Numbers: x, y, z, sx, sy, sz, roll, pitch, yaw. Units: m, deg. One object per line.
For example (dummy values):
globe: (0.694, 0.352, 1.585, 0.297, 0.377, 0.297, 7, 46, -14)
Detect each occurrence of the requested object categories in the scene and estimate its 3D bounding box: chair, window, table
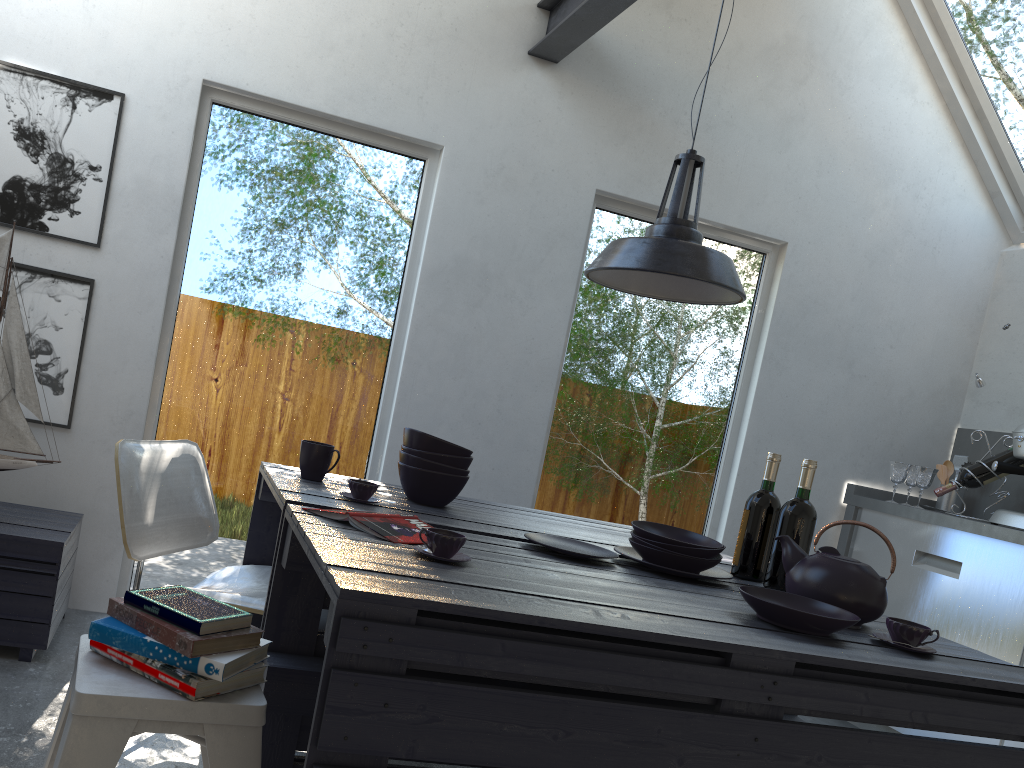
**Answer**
chair: (-0.703, 0.789, 1.688, 0.422, 0.507, 0.433, 11, 2, -22)
window: (2.147, -1.452, 3.692, 1.446, 1.406, 0.850, 11, 3, -16)
window: (-0.973, -0.025, 3.633, 0.959, 2.143, 0.060, 11, 4, -15)
window: (0.573, 0.303, 4.051, 0.959, 2.143, 0.060, 11, 4, -15)
chair: (-0.800, 0.633, 2.554, 0.792, 0.824, 0.675, 12, 2, 13)
table: (-2.001, 0.614, 2.976, 0.902, 0.418, 0.536, 12, 0, -16)
table: (0.082, 0.813, 2.287, 1.465, 0.801, 1.643, 12, -1, -18)

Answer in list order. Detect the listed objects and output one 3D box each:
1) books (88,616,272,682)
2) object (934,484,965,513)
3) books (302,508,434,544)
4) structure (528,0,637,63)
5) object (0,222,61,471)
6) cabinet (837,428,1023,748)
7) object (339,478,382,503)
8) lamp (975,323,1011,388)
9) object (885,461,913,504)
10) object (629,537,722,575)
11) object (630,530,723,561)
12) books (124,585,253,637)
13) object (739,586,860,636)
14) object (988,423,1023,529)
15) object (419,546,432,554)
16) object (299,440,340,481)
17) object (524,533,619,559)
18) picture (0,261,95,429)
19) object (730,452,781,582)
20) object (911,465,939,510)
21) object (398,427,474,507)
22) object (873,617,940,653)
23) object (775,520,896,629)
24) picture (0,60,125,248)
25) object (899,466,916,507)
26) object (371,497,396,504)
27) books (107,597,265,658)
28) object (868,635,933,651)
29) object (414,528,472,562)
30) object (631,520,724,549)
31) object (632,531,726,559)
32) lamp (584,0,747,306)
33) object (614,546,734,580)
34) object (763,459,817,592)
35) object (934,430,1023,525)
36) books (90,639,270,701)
books: (-0.631, 0.491, 1.677, 0.292, 0.034, 0.192, 11, -2, 15)
object: (2.085, 0.553, 4.165, 0.111, 0.133, 0.102, 12, 2, 24)
books: (-0.294, 0.309, 1.983, 0.320, 0.030, 0.211, 10, -2, 40)
structure: (0.257, -1.446, 3.343, 0.132, 0.209, 2.590, 11, -2, -20)
object: (-1.841, -0.068, 2.848, 0.769, 0.997, 0.143, 11, 4, -15)
cabinet: (2.316, 0.942, 2.957, 0.551, 1.484, 2.926, 11, 0, -20)
object: (-0.401, 0.286, 2.334, 0.111, 0.056, 0.121, 12, -1, -30)
lamp: (2.269, -0.171, 3.951, 0.323, 0.440, 0.061, 11, 4, -15)
object: (1.783, 0.458, 4.058, 0.095, 0.193, 0.101, 10, 3, -24)
object: (0.405, 0.439, 2.209, 0.238, 0.047, 0.220, 11, -2, 23)
object: (0.409, 0.424, 2.206, 0.224, 0.063, 0.232, 12, -2, -13)
books: (-0.618, 0.431, 1.674, 0.214, 0.025, 0.137, 10, -2, 29)
object: (0.574, 0.465, 1.771, 0.238, 0.047, 0.220, 11, -2, 23)
object: (2.214, 0.371, 3.532, 0.416, 0.504, 0.367, 11, 2, -18)
object: (-0.166, 0.330, 1.766, 0.028, 0.013, 0.129, 11, -2, 6)
object: (-0.582, 0.231, 2.602, 0.097, 0.110, 0.134, 11, 1, -27)
object: (0.144, 0.406, 2.157, 0.230, 0.019, 0.239, 12, -2, -13)
picture: (-1.870, -0.159, 3.309, 0.460, 0.588, 0.026, 11, 4, -15)
object: (0.671, 0.355, 2.355, 0.094, 0.347, 0.087, 13, 4, 21)
object: (1.875, 0.475, 3.999, 0.099, 0.193, 0.097, 12, 3, 5)
object: (-0.234, 0.252, 2.606, 0.208, 0.215, 0.197, 11, 1, -16)
object: (0.801, 0.509, 1.778, 0.112, 0.056, 0.120, 12, -1, -25)
object: (0.736, 0.418, 1.967, 0.213, 0.234, 0.216, 11, 1, -16)
picture: (-1.732, -0.850, 3.257, 0.460, 0.588, 0.026, 11, 4, -15)
object: (1.888, 0.482, 4.142, 0.103, 0.193, 0.093, 14, 4, 43)
object: (-0.370, 0.310, 2.355, 0.136, 0.013, 0.027, 11, -1, 21)
books: (-0.627, 0.458, 1.680, 0.267, 0.032, 0.166, 10, -2, 34)
object: (0.777, 0.520, 1.746, 0.131, 0.013, 0.028, 12, -1, -3)
object: (-0.134, 0.318, 1.732, 0.114, 0.056, 0.118, 12, -1, -10)
object: (0.412, 0.400, 2.212, 0.223, 0.058, 0.235, 12, -2, -18)
object: (0.414, 0.412, 2.208, 0.224, 0.063, 0.233, 12, -2, -13)
lamp: (0.517, -0.798, 2.335, 0.418, 1.104, 0.441, 11, 3, -18)
object: (0.404, 0.460, 2.211, 0.303, 0.024, 0.287, 11, -2, 14)
object: (0.724, 0.362, 2.233, 0.094, 0.347, 0.088, 13, 4, 16)
object: (2.067, 0.404, 3.890, 0.339, 0.396, 0.227, 12, 3, 12)
books: (-0.638, 0.524, 1.680, 0.297, 0.035, 0.188, 10, -2, 29)
